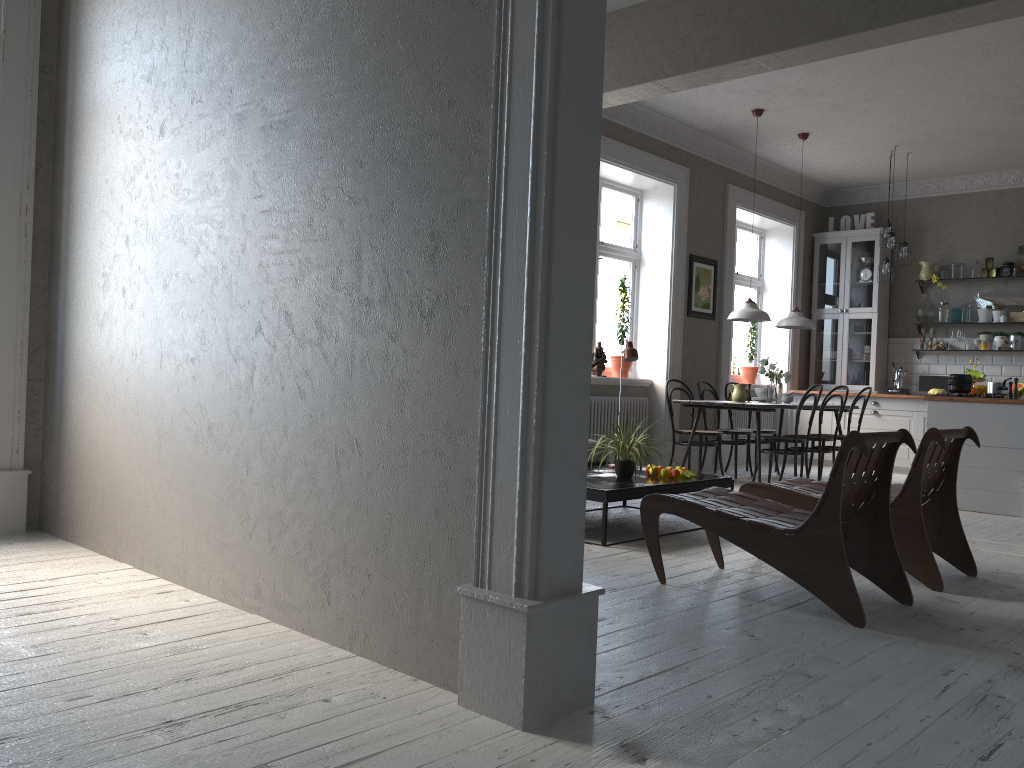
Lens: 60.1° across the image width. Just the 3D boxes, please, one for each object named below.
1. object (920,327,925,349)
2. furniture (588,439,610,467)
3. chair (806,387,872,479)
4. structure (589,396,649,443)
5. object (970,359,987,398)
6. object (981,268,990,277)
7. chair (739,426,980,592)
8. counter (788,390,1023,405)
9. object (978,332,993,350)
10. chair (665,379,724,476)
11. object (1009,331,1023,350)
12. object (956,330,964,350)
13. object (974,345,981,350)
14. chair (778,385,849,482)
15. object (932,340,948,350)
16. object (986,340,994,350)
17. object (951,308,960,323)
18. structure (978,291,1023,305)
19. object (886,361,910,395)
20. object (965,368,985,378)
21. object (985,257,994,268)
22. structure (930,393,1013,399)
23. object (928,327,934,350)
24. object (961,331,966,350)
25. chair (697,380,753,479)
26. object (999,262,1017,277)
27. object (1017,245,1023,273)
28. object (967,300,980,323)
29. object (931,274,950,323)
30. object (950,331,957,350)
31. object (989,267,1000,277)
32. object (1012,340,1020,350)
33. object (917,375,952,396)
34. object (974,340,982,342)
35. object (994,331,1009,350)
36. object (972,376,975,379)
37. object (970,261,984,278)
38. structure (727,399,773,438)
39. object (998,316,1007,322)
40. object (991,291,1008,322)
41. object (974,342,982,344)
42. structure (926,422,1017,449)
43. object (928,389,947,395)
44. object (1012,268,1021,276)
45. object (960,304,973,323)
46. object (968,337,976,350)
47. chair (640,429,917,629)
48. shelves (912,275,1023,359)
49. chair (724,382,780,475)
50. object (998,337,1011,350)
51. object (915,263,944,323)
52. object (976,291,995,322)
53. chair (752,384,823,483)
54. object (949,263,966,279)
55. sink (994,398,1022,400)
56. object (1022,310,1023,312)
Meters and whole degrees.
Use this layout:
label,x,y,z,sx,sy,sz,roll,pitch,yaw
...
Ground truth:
label,x,y,z,sx,sy,sz,roll,pitch,yaw
object,4.684,-0.516,10.108,0.052,0.264,0.062,2,0,14
furniture,0.172,0.586,5.973,0.571,0.476,0.845,3,0,43
chair,3.055,0.476,8.284,0.537,0.920,0.447,3,0,40
structure,0.875,0.327,8.114,0.145,0.428,1.249,3,0,41
object,4.977,-0.062,9.535,0.346,0.425,0.358,2,0,28
object,5.159,-1.201,9.641,0.081,0.113,0.084,3,0,43
chair,1.698,0.543,4.376,0.995,0.721,0.518,3,0,43
counter,3.792,0.121,8.673,3.094,0.039,3.463,3,0,43
object,5.171,-0.474,9.688,0.154,0.217,0.158,2,0,23
chair,1.679,0.420,8.162,0.447,0.920,0.537,2,0,-40
object,5.413,-0.457,9.487,0.155,0.213,0.156,3,0,40
object,4.930,-0.483,9.750,0.080,0.217,0.083,2,0,29
object,5.054,-0.395,9.618,0.075,0.051,0.079,3,0,36
chair,2.706,0.464,7.935,0.447,0.920,0.537,2,0,-40
object,4.803,-0.435,9.940,0.174,0.111,0.097,2,0,20
object,5.176,-0.418,9.582,0.076,0.108,0.079,3,0,36
object,4.965,-0.756,9.881,0.129,0.172,0.123,2,0,-44
structure,4.559,-1.516,7.670,0.697,1.595,0.727,3,0,43
object,4.363,-0.065,10.031,0.201,0.370,0.361,3,0,43
object,4.971,-0.118,9.505,0.068,0.101,0.206,2,0,-41
object,5.179,-1.312,9.609,0.081,0.113,0.084,2,0,23
structure,3.659,0.092,6.993,0.485,0.031,0.618,3,0,43
object,4.749,-0.513,10.026,0.062,0.264,0.053,2,0,-11
object,4.990,-0.481,9.818,0.080,0.217,0.083,2,0,29
chair,2.062,0.433,8.580,0.537,0.920,0.447,3,0,40
object,5.343,-1.224,9.536,0.139,0.174,0.145,3,0,43
object,5.483,-1.328,9.345,0.245,0.397,0.257,2,0,-23
object,5.115,-0.795,9.829,0.134,0.264,0.128,2,0,-42
object,4.771,-0.950,9.867,0.188,0.540,0.286,3,0,35
object,4.931,-0.484,9.879,0.080,0.217,0.083,2,0,29
object,5.219,-1.198,9.580,0.084,0.113,0.081,2,0,-37
object,5.345,-0.410,9.390,0.076,0.108,0.079,3,0,36
object,4.700,0.022,9.838,0.344,0.226,0.090,3,0,43
object,5.057,-0.455,9.617,0.076,0.051,0.078,3,0,29
object,5.289,-0.464,9.591,0.149,0.214,0.171,2,0,-17
object,4.933,-0.054,9.498,0.062,0.061,0.068,3,0,43
object,5.145,-1.255,9.796,0.140,0.220,0.140,2,0,2
structure,2.637,0.388,10.010,0.145,0.428,1.249,3,0,41
object,5.249,-0.693,9.457,0.063,0.071,0.105,2,0,-17
object,5.252,-0.847,9.548,0.183,0.380,0.170,2,0,4
object,5.055,-0.429,9.618,0.078,0.051,0.076,2,0,-29
structure,3.660,0.457,6.974,0.605,0.623,0.635,3,0,43
object,4.626,0.091,9.622,0.193,0.083,0.193,3,0,43
object,5.353,-1.183,9.388,0.091,0.096,0.076,3,0,43
object,4.992,-0.771,9.732,0.127,0.206,0.123,2,0,-25
object,5.037,-0.440,9.695,0.078,0.139,0.079,2,0,15
chair,1.102,0.522,3.735,0.995,0.721,0.518,3,0,43
shelves,5.106,-0.693,9.708,1.288,0.923,0.233,3,0,43
chair,2.414,0.446,8.933,0.447,0.920,0.538,2,0,-35
object,5.280,-0.430,9.476,0.117,0.147,0.101,2,0,10
object,4.679,-1.023,10.016,0.331,0.674,0.340,2,0,11
object,5.192,-0.838,9.675,0.239,0.354,0.240,2,0,-29
chair,2.337,0.451,7.532,0.537,0.920,0.447,3,0,40
object,4.950,-1.246,9.845,0.173,0.184,0.171,2,0,-8
sink,4.214,0.021,7.382,0.517,0.720,0.496,3,0,43
object,5.473,-0.899,9.379,0.128,0.287,0.133,2,0,28
